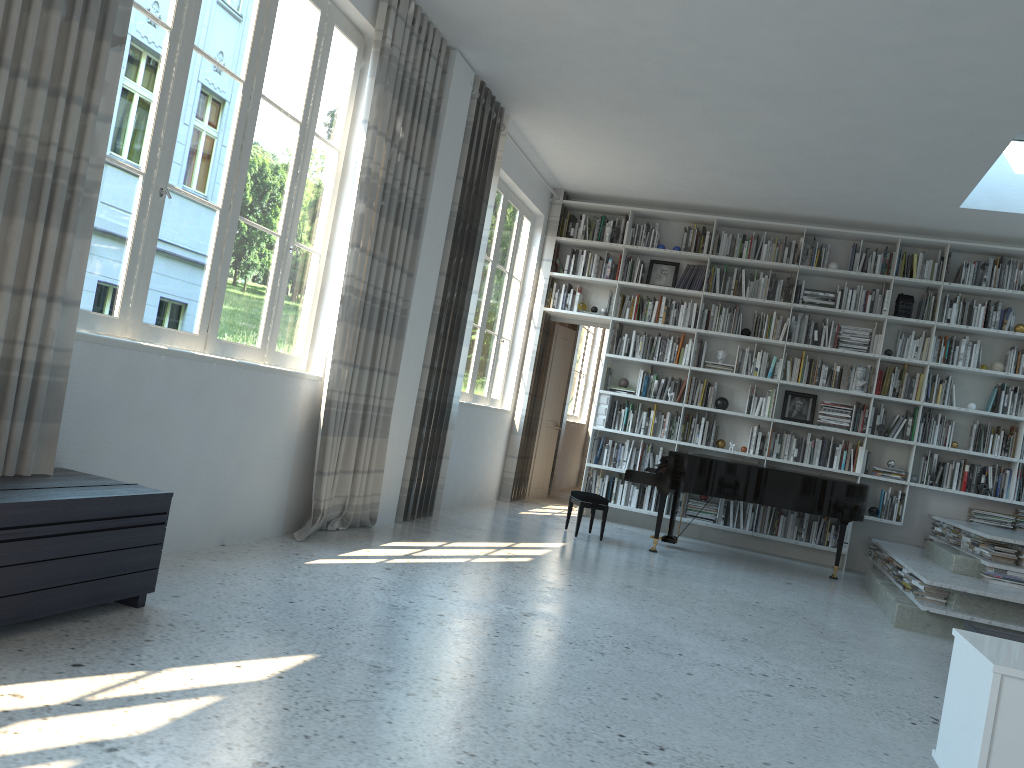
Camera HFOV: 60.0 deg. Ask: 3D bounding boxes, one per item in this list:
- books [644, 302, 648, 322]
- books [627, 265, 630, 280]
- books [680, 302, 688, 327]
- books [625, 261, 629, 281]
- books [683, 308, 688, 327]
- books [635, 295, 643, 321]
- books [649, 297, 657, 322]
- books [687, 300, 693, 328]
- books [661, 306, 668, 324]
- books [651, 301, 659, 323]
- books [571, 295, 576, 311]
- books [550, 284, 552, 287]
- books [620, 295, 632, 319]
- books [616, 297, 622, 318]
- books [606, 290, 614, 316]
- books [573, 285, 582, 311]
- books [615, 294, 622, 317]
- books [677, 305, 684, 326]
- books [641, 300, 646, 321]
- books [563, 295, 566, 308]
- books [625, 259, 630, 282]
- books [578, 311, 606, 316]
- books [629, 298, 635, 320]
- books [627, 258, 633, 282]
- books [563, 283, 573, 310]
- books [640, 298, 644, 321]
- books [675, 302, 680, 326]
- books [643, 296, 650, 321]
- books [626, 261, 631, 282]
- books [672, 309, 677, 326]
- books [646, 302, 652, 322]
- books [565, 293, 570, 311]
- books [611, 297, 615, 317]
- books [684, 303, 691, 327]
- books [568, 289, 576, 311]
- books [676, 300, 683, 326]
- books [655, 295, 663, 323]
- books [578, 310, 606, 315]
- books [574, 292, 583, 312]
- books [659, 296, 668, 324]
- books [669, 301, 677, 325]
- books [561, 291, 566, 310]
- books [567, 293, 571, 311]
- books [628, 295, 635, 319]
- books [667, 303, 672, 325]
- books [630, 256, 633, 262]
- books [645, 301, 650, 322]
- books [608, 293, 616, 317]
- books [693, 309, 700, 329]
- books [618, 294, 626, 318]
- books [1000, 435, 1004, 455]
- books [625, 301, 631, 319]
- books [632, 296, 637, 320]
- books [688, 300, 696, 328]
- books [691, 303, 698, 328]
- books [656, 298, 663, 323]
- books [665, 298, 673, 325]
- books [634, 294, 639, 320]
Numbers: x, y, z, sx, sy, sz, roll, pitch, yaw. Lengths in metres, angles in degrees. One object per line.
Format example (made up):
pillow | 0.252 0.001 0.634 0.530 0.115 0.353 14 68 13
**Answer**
books | 1.357 -0.710 8.936 0.014 0.218 0.164 10 -1 16
books | 1.193 -1.108 8.993 0.004 0.214 0.186 10 -1 16
books | 1.715 -0.673 8.827 0.022 0.263 0.174 10 -1 16
books | 1.179 -1.122 9.023 0.005 0.238 0.154 10 -1 16
books | 1.731 -0.641 8.834 0.013 0.206 0.172 10 -1 16
books | 1.281 -0.753 8.954 0.011 0.277 0.164 10 -1 16
books | 1.416 -0.728 8.925 0.014 0.272 0.180 10 -1 16
books | 1.768 -0.679 8.805 0.012 0.291 0.182 10 -1 16
books | 1.532 -0.670 8.868 0.029 0.195 0.192 10 -1 16
books | 1.443 -0.706 8.921 0.047 0.238 0.162 10 -1 16
books | 0.651 -0.815 9.167 0.029 0.191 0.134 10 -1 16
books | 0.388 -0.901 9.211 0.011 0.272 0.189 10 -1 16
books | 1.156 -0.764 9.012 0.062 0.258 0.153 10 -1 16
books | 1.100 -0.761 9.019 0.022 0.232 0.151 10 -1 16
books | 0.997 -0.805 9.048 0.012 0.285 0.159 10 -1 16
books | 0.675 -0.866 9.143 0.013 0.298 0.179 10 -1 16
books | 1.088 -0.773 9.032 0.012 0.254 0.161 10 -1 16
books | 1.688 -0.661 8.835 0.030 0.230 0.172 10 -1 16
books | 1.338 -0.719 8.958 0.012 0.230 0.149 10 -1 16
books | 0.563 -0.838 9.174 0.011 0.206 0.163 10 -1 16
books | 1.187 -1.141 9.021 0.005 0.277 0.147 10 -1 16
books | 0.829 -0.707 9.094 0.285 0.012 0.159 10 -2 13
books | 1.228 -0.738 8.977 0.030 0.230 0.172 10 -1 16
books | 1.207 -1.129 9.005 0.009 0.260 0.184 10 -1 16
books | 0.578 -0.882 9.154 0.013 0.297 0.187 10 -1 16
books | 1.311 -0.734 8.962 0.047 0.249 0.134 10 -1 16
books | 1.655 -0.681 8.869 0.035 0.260 0.131 10 -1 16
books | 1.353 -0.741 8.952 0.012 0.277 0.150 10 -1 16
books | 1.191 -1.115 9.005 0.009 0.228 0.184 10 -1 16
books | 1.626 -0.648 8.869 0.022 0.186 0.136 10 -1 16
books | 1.389 -0.705 8.926 0.031 0.217 0.173 10 -1 16
books | 0.590 -0.827 9.161 0.024 0.193 0.181 10 -1 16
books | 1.050 -0.766 8.998 0.020 0.224 0.232 10 -1 16
books | 1.756 -0.667 8.838 0.024 0.266 0.155 10 -1 16
books | 0.620 -0.844 9.135 0.021 0.237 0.189 10 -1 16
books | 1.673 -0.689 8.845 0.012 0.281 0.188 10 -1 16
books | 1.479 -0.733 8.916 0.014 0.304 0.151 10 -1 16
books | 0.832 -0.718 9.097 0.285 0.012 0.159 9 -2 18
books | 0.684 -0.820 9.123 0.029 0.211 0.187 10 -1 16
books | 1.513 -0.719 8.880 0.030 0.285 0.185 10 -1 16
books | 1.609 -0.689 8.879 0.029 0.260 0.158 10 -1 16
books | 0.553 -0.843 9.199 0.023 0.214 0.140 10 -1 16
books | 0.612 -0.844 9.163 0.010 0.234 0.165 10 -1 16
books | 1.213 -0.757 8.987 0.010 0.262 0.151 10 -1 16
books | 1.584 -0.679 8.870 0.013 0.232 0.171 10 -1 16
books | 1.194 -1.145 9.023 0.006 0.289 0.144 10 -1 16
books | 1.372 -0.713 8.939 0.011 0.229 0.170 10 -1 16
books | 1.028 -0.791 9.060 0.044 0.269 0.134 10 -1 16
books | 1.834 -0.623 8.767 0.039 0.202 0.236 10 -1 16
books | 1.117 -0.774 9.006 0.012 0.263 0.180 10 -1 16
books | 4.407 0.542 8.014 0.016 0.231 0.138 10 -1 16
books | 1.185 -0.728 8.976 0.026 0.195 0.175 10 -1 16
books | 1.251 -0.746 8.969 0.014 0.252 0.187 10 -1 16
books | 1.787 -0.674 8.813 0.022 0.289 0.169 10 -1 16
books | 1.811 -0.657 8.802 0.035 0.264 0.178 10 -1 16
books | 1.488 -0.715 8.892 0.023 0.271 0.187 10 -1 16
books | 1.573 -0.708 8.887 0.025 0.286 0.161 10 -1 16
books | 1.270 -0.757 8.969 0.020 0.281 0.164 10 -1 16
